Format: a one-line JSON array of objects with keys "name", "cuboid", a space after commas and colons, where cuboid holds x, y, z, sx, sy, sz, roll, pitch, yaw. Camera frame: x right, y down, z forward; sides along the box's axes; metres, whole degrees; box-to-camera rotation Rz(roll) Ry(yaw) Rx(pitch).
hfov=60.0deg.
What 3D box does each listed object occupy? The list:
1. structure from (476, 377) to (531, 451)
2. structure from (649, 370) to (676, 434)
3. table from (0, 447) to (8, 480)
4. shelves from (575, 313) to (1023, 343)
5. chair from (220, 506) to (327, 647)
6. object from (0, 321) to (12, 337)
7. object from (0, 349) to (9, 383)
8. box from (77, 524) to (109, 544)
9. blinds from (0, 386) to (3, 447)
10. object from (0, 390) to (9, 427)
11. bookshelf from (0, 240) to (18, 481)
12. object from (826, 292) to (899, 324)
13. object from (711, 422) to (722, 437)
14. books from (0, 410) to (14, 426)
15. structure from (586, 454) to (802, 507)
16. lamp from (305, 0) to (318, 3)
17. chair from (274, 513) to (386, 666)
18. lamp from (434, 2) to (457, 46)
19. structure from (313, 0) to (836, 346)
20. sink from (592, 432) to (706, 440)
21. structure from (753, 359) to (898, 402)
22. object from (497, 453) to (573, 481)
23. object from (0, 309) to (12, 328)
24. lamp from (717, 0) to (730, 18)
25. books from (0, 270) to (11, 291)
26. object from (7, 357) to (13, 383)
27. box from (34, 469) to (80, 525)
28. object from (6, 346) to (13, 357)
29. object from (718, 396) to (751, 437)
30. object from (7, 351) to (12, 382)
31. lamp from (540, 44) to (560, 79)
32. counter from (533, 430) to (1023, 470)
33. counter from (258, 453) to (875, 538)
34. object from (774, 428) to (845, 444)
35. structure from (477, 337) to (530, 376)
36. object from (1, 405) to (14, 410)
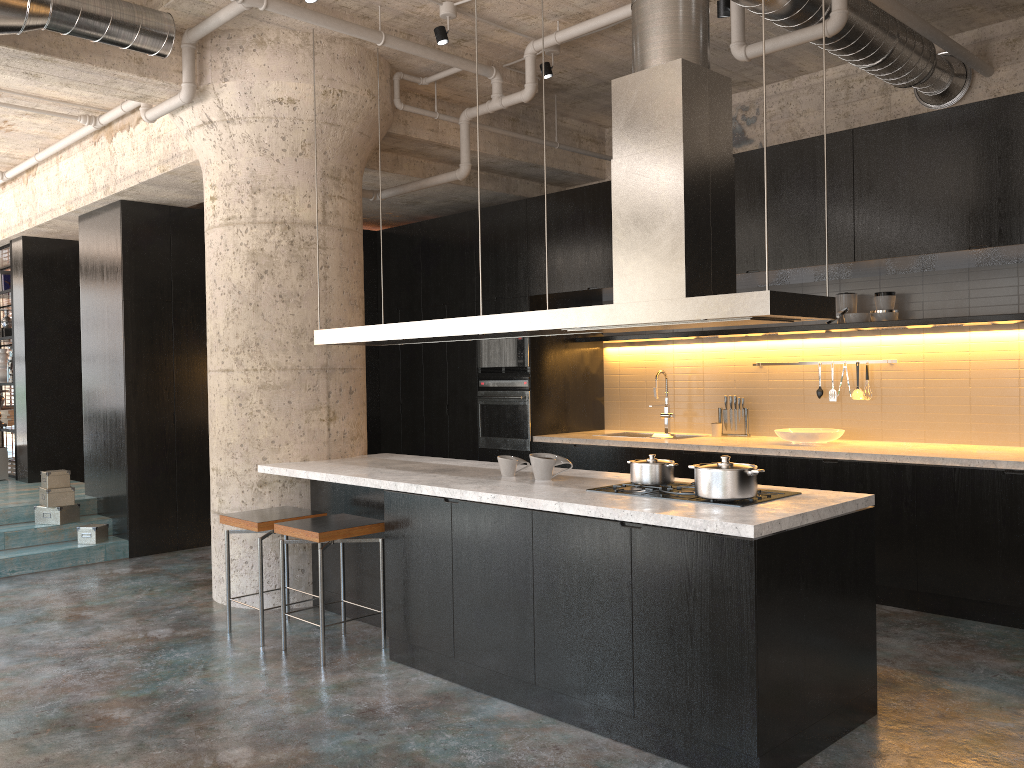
[{"name": "structure", "cuboid": [0.106, 0.259, 8.153, 0.649, 0.651, 0.664, -2, 1, -45]}, {"name": "structure", "cuboid": [1.278, 0.158, 7.634, 0.269, 0.559, 0.125, -2, 1, -45]}, {"name": "table", "cuboid": [-5.628, 0.859, 9.548, 0.365, 0.340, 0.316, -1, 1, -15]}, {"name": "shelves", "cuboid": [2.258, -0.416, 6.740, 0.403, 0.043, 4.362, -2, 1, -45]}, {"name": "chair", "cuboid": [-1.402, 1.114, 5.235, 0.450, 0.698, 0.450, -2, 1, -45]}, {"name": "object", "cuboid": [-5.813, -0.627, 10.226, 0.200, 0.200, 0.409, -1, 1, -35]}, {"name": "object", "cuboid": [-6.428, -0.228, 11.214, 0.265, 0.432, 0.265, -1, 1, 0]}, {"name": "box", "cuboid": [-3.508, 1.254, 7.426, 0.172, 0.140, 0.187, -1, 1, 8]}, {"name": "blinds", "cuboid": [-5.834, -0.065, 10.948, 0.136, 3.160, 2.915, -2, 1, -45]}, {"name": "object", "cuboid": [-6.018, 0.289, 10.410, 0.218, 0.433, 0.218, -1, 1, 37]}, {"name": "bookshelf", "cuboid": [-6.087, -0.249, 10.693, 0.628, 2.571, 2.900, -2, 1, -45]}, {"name": "object", "cuboid": [2.533, -0.560, 6.431, 0.462, 0.240, 0.334, 0, 1, 43]}, {"name": "object", "cuboid": [1.684, 0.375, 7.305, 0.092, 0.117, 0.092, -1, 1, -6]}, {"name": "books", "cuboid": [-6.058, 0.407, 10.694, 0.257, 0.188, 0.306, -1, 1, 10]}, {"name": "structure", "cuboid": [0.809, 0.394, 3.990, 0.506, 0.187, 0.833, -2, 1, -45]}, {"name": "lamp", "cuboid": [-1.074, -2.202, 4.831, 0.145, 0.236, 0.107, -1, 1, 28]}, {"name": "chair", "cuboid": [-0.986, 1.110, 4.883, 0.450, 0.698, 0.450, -2, 1, -45]}, {"name": "lamp", "cuboid": [-0.409, -2.221, 5.487, 0.145, 0.236, 0.107, -1, 1, 28]}, {"name": "structure", "cuboid": [0.037, -1.298, 4.581, 0.538, 2.100, 3.117, -2, 1, -45]}, {"name": "sink", "cuboid": [1.170, 0.503, 7.535, 0.458, 0.134, 0.890, -2, 1, -45]}, {"name": "structure", "cuboid": [2.386, -0.019, 6.854, 0.074, 0.315, 1.171, -2, 1, -45]}, {"name": "object", "cuboid": [0.109, 0.427, 4.651, 0.188, 0.133, 0.437, -2, 1, -44]}, {"name": "object", "cuboid": [-6.233, -0.721, 10.948, 0.178, 0.394, 0.180, 0, 1, 39]}, {"name": "lamp", "cuboid": [1.231, -2.249, 5.190, 0.107, 0.236, 0.145, -1, 1, 28]}, {"name": "books", "cuboid": [-5.923, -1.187, 10.447, 0.221, 0.298, 0.258, -2, 1, -45]}, {"name": "object", "cuboid": [-5.727, -0.163, 10.161, 0.099, 0.301, 0.099, 0, 1, 40]}, {"name": "box", "cuboid": [-3.870, 0.958, 7.543, 0.331, 0.441, 0.280, -1, 1, 35]}, {"name": "object", "cuboid": [-6.007, -0.236, 10.738, 0.191, 0.447, 0.192, -1, 1, 3]}, {"name": "object", "cuboid": [1.824, 0.263, 7.304, 0.291, 0.336, 0.060, 0, 1, 39]}, {"name": "object", "cuboid": [-6.219, -0.210, 10.994, 0.062, 0.395, 0.121, -2, 1, -42]}, {"name": "lamp", "cuboid": [0.266, -2.241, 6.153, 0.145, 0.236, 0.107, -1, 1, 28]}, {"name": "counter", "cuboid": [2.070, 0.506, 6.550, 1.000, 0.142, 4.360, -2, 1, -45]}, {"name": "counter", "cuboid": [-0.022, 0.517, 4.714, 1.000, 0.046, 3.500, -2, 1, -45]}, {"name": "object", "cuboid": [2.187, 0.387, 6.525, 0.490, 0.093, 0.490, 0, 1, 43]}, {"name": "structure", "cuboid": [0.129, -0.307, 8.180, 0.612, 0.450, 0.659, -2, 1, -45]}, {"name": "object", "cuboid": [-6.463, 0.386, 11.288, 0.284, 0.231, 0.335, -2, 1, -45]}]
